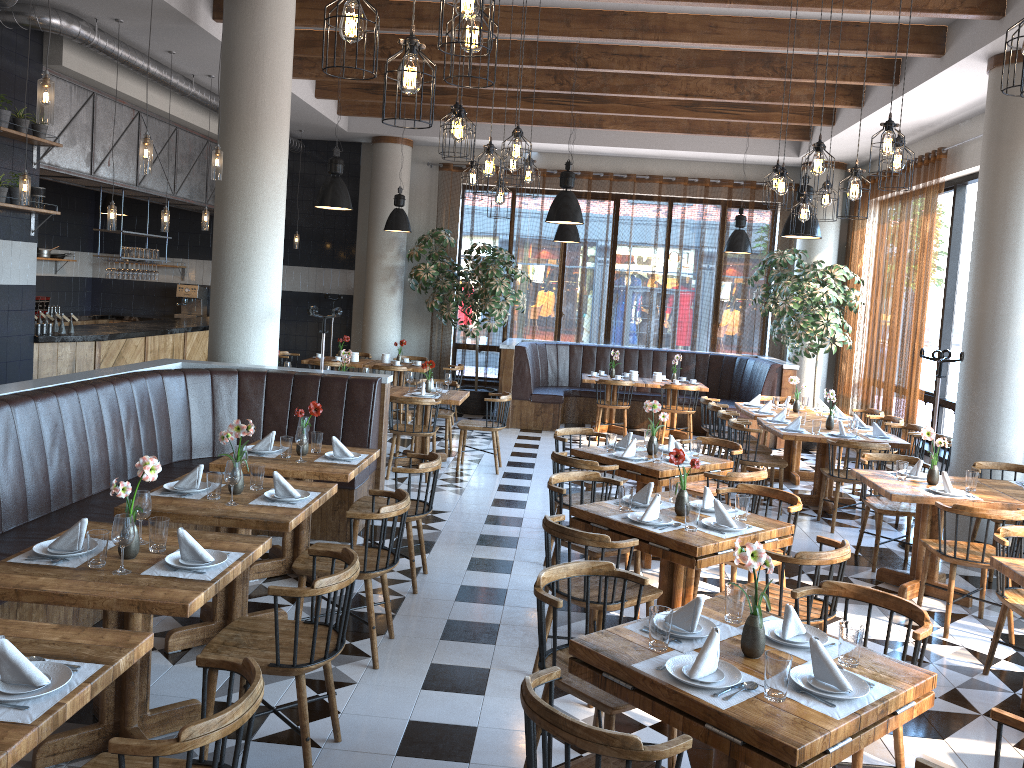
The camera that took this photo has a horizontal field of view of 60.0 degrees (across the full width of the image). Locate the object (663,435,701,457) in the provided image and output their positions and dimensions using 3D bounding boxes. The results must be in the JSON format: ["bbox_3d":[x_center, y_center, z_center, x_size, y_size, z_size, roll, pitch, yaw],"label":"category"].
[{"bbox_3d":[1.238,0.451,6.736,0.272,0.137,0.353,-1,8,-41],"label":"object"}]

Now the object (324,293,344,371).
[{"bbox_3d":[-2.818,-0.574,13.812,0.375,1.654,0.375,6,4,26],"label":"object"}]

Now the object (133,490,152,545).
[{"bbox_3d":[-1.538,0.553,3.673,0.081,0.215,0.081,7,5,34],"label":"object"}]

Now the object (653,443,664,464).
[{"bbox_3d":[1.028,0.491,6.249,0.080,0.132,0.080,1,5,-31],"label":"object"}]

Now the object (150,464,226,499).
[{"bbox_3d":[-1.684,0.482,4.613,0.272,0.137,0.353,4,6,4],"label":"object"}]

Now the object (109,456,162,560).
[{"bbox_3d":[-1.471,0.487,3.465,0.146,0.399,0.207,5,4,11],"label":"object"}]

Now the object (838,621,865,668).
[{"bbox_3d":[1.106,0.854,2.901,0.080,0.132,0.080,5,5,19],"label":"object"}]

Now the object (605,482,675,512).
[{"bbox_3d":[0.736,0.606,4.970,0.352,0.137,0.273,-1,8,-41],"label":"object"}]

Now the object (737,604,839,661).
[{"bbox_3d":[0.990,0.823,3.094,0.272,0.137,0.353,-1,8,-41],"label":"object"}]

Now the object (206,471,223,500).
[{"bbox_3d":[-1.498,0.513,4.457,0.080,0.132,0.080,4,4,4],"label":"object"}]

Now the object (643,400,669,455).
[{"bbox_3d":[1.061,0.324,6.578,0.207,0.399,0.146,6,4,23],"label":"object"}]

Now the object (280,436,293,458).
[{"bbox_3d":[-1.422,0.399,5.580,0.080,0.132,0.080,4,4,4],"label":"object"}]

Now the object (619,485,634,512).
[{"bbox_3d":[0.614,0.621,4.779,0.080,0.132,0.080,4,4,9],"label":"object"}]

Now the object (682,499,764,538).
[{"bbox_3d":[1.094,0.672,4.573,0.352,0.137,0.273,-1,8,-41],"label":"object"}]

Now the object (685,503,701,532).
[{"bbox_3d":[0.906,0.674,4.464,0.080,0.132,0.080,4,4,9],"label":"object"}]

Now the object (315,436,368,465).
[{"bbox_3d":[-1.086,0.407,5.689,0.272,0.137,0.353,4,6,4],"label":"object"}]

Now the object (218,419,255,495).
[{"bbox_3d":[-1.424,0.373,4.561,0.206,0.399,0.147,4,4,6],"label":"object"}]

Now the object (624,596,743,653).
[{"bbox_3d":[0.613,0.796,3.114,0.352,0.137,0.273,-1,8,-41],"label":"object"}]

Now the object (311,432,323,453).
[{"bbox_3d":[-1.281,0.384,5.807,0.080,0.132,0.080,3,4,-11],"label":"object"}]

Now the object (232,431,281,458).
[{"bbox_3d":[-1.608,0.367,5.731,0.272,0.137,0.353,4,6,4],"label":"object"}]

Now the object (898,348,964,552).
[{"bbox_3d":[3.457,0.544,7.285,0.374,1.654,0.376,3,4,-14],"label":"object"}]

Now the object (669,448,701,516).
[{"bbox_3d":[0.912,0.526,4.801,0.156,0.354,0.171,1,5,-31],"label":"object"}]

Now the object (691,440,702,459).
[{"bbox_3d":[1.353,0.482,6.537,0.080,0.132,0.080,2,5,-21],"label":"object"}]

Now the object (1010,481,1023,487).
[{"bbox_3d":[3.795,0.666,6.325,0.352,0.137,0.273,4,6,4],"label":"object"}]

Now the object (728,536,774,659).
[{"bbox_3d":[0.782,0.696,2.919,0.146,0.399,0.207,5,4,15],"label":"object"}]

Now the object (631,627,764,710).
[{"bbox_3d":[0.594,0.835,2.738,0.272,0.137,0.353,-1,8,-41],"label":"object"}]

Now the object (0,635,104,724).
[{"bbox_3d":[-1.311,0.746,2.373,0.272,0.137,0.353,4,6,4],"label":"object"}]

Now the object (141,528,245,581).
[{"bbox_3d":[-1.237,0.634,3.467,0.272,0.137,0.353,4,6,4],"label":"object"}]

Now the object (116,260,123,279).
[{"bbox_3d":[-4.617,-1.344,10.426,0.081,0.215,0.081,4,4,-5],"label":"object"}]

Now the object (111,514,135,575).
[{"bbox_3d":[-1.453,0.597,3.308,0.081,0.215,0.081,4,4,-5],"label":"object"}]

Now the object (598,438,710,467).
[{"bbox_3d":[1.032,0.473,6.398,0.582,0.136,0.579,-1,8,-41],"label":"object"}]

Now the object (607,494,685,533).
[{"bbox_3d":[0.717,0.645,4.594,0.272,0.137,0.353,-1,8,-41],"label":"object"}]

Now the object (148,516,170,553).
[{"bbox_3d":[-1.432,0.611,3.587,0.080,0.132,0.080,3,4,-11],"label":"object"}]

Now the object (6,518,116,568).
[{"bbox_3d":[-1.759,0.595,3.509,0.272,0.137,0.353,4,6,4],"label":"object"}]

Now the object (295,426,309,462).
[{"bbox_3d":[-1.305,0.374,5.496,0.081,0.215,0.081,5,4,12],"label":"object"}]

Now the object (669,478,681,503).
[{"bbox_3d":[0.937,0.610,5.079,0.080,0.132,0.080,5,5,19],"label":"object"}]

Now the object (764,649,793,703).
[{"bbox_3d":[0.781,0.863,2.613,0.080,0.132,0.080,5,5,19],"label":"object"}]

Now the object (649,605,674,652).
[{"bbox_3d":[0.488,0.810,2.928,0.080,0.132,0.080,5,5,19],"label":"object"}]

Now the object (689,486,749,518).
[{"bbox_3d":[1.114,0.633,4.950,0.272,0.137,0.353,-1,8,-41],"label":"object"}]

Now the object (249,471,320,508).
[{"bbox_3d":[-1.162,0.521,4.571,0.272,0.137,0.353,4,6,4],"label":"object"}]

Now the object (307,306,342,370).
[{"bbox_3d":[-1.669,0.156,7.704,0.374,1.654,0.376,3,4,-19],"label":"object"}]

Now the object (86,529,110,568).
[{"bbox_3d":[-1.573,0.626,3.361,0.080,0.132,0.080,4,4,4],"label":"object"}]

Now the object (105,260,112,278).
[{"bbox_3d":[-4.749,-1.354,10.435,0.081,0.215,0.081,4,4,-5],"label":"object"}]

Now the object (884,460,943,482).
[{"bbox_3d":[2.910,0.601,6.382,0.352,0.137,0.273,4,6,4],"label":"object"}]

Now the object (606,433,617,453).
[{"bbox_3d":[0.735,0.438,6.564,0.080,0.132,0.080,1,5,-31],"label":"object"}]

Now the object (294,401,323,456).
[{"bbox_3d":[-1.302,0.285,5.674,0.171,0.354,0.156,4,4,6],"label":"object"}]

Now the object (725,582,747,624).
[{"bbox_3d":[0.811,0.800,3.228,0.080,0.132,0.080,5,5,19],"label":"object"}]

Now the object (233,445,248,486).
[{"bbox_3d":[-1.463,0.441,4.770,0.081,0.215,0.081,1,5,-33],"label":"object"}]

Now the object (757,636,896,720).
[{"bbox_3d":[0.971,0.862,2.717,0.352,0.137,0.273,-1,8,-41],"label":"object"}]

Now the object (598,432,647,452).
[{"bbox_3d":[0.861,0.423,6.757,0.352,0.137,0.273,-1,8,-41],"label":"object"}]

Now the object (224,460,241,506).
[{"bbox_3d":[-1.381,0.488,4.377,0.081,0.215,0.081,1,5,-33],"label":"object"}]

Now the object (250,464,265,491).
[{"bbox_3d":[-1.355,0.496,4.710,0.080,0.132,0.080,4,4,9],"label":"object"}]

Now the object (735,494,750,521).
[{"bbox_3d":[1.232,0.665,4.753,0.080,0.132,0.080,4,4,9],"label":"object"}]

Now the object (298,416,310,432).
[{"bbox_3d":[-1.387,0.326,5.892,0.081,0.215,0.081,2,4,-27],"label":"object"}]

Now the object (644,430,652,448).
[{"bbox_3d":[1.058,0.428,6.863,0.080,0.132,0.080,2,5,-21],"label":"object"}]
